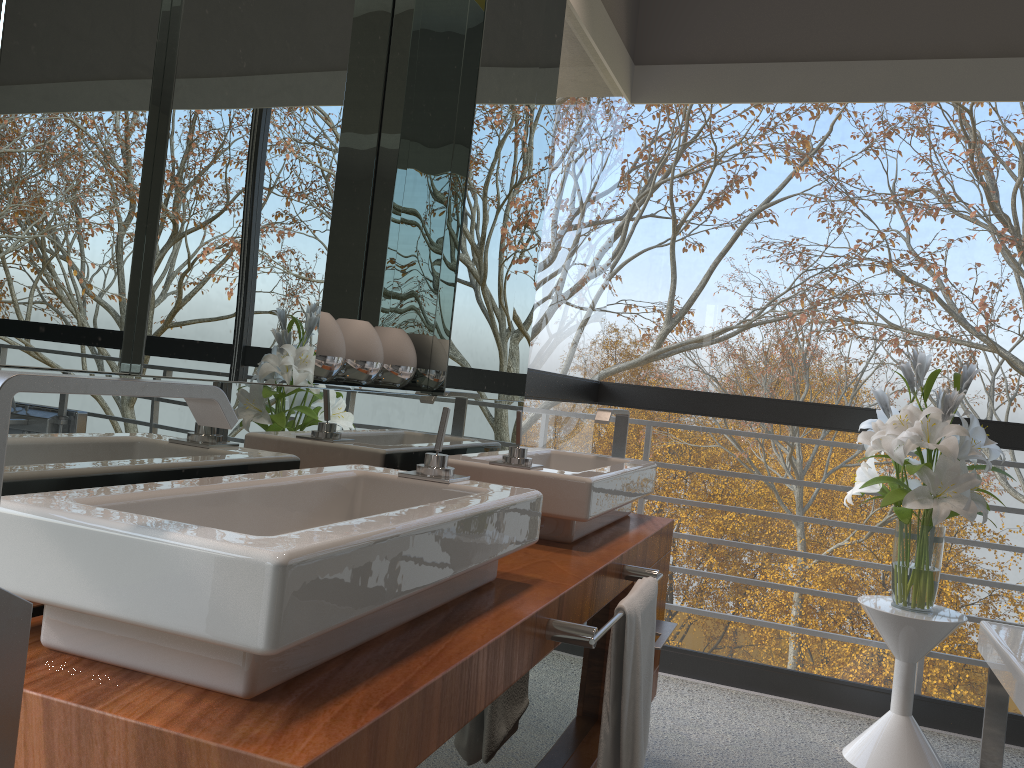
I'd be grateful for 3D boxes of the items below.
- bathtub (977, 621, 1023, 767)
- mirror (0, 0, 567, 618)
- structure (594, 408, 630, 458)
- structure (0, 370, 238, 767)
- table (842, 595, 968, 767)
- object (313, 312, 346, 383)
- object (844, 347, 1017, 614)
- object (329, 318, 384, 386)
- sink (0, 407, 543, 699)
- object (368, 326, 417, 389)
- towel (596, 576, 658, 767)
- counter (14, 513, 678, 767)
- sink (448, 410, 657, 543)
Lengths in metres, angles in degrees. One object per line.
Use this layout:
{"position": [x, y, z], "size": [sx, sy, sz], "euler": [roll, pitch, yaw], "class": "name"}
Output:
{"position": [2.003, 0.989, 1.564], "size": [1.959, 0.504, 1.327], "euler": [6, 0, 19], "class": "bathtub"}
{"position": [-0.304, -0.515, 1.781], "size": [0.253, 1.618, 1.789], "euler": [6, -1, 19], "class": "mirror"}
{"position": [0.241, 0.563, 2.525], "size": [0.069, 0.989, 0.303], "euler": [6, -1, 19], "class": "structure"}
{"position": [-0.385, 0.487, 0.724], "size": [0.069, 0.989, 0.303], "euler": [6, -1, 19], "class": "structure"}
{"position": [1.195, 0.922, 2.705], "size": [0.307, 0.479, 0.307], "euler": [6, -1, 3], "class": "table"}
{"position": [-0.378, -0.070, 1.652], "size": [0.136, 0.131, 0.136], "euler": [6, -1, -28], "class": "object"}
{"position": [1.248, 0.287, 2.713], "size": [0.459, 0.796, 0.450], "euler": [7, -1, -43], "class": "object"}
{"position": [-0.327, -0.064, 1.796], "size": [0.136, 0.131, 0.136], "euler": [6, -1, -28], "class": "object"}
{"position": [-0.235, 0.157, 1.150], "size": [0.352, 0.266, 0.750], "euler": [6, 0, 19], "class": "sink"}
{"position": [-0.276, -0.058, 1.945], "size": [0.136, 0.131, 0.136], "euler": [6, -1, -28], "class": "object"}
{"position": [0.224, 0.550, 1.596], "size": [0.079, 0.368, 0.302], "euler": [6, -1, 20], "class": "towel"}
{"position": [-0.070, 0.665, 1.612], "size": [0.525, 0.704, 1.847], "euler": [6, 0, 19], "class": "counter"}
{"position": [0.113, 0.200, 2.152], "size": [0.352, 0.266, 0.750], "euler": [6, 0, 19], "class": "sink"}
